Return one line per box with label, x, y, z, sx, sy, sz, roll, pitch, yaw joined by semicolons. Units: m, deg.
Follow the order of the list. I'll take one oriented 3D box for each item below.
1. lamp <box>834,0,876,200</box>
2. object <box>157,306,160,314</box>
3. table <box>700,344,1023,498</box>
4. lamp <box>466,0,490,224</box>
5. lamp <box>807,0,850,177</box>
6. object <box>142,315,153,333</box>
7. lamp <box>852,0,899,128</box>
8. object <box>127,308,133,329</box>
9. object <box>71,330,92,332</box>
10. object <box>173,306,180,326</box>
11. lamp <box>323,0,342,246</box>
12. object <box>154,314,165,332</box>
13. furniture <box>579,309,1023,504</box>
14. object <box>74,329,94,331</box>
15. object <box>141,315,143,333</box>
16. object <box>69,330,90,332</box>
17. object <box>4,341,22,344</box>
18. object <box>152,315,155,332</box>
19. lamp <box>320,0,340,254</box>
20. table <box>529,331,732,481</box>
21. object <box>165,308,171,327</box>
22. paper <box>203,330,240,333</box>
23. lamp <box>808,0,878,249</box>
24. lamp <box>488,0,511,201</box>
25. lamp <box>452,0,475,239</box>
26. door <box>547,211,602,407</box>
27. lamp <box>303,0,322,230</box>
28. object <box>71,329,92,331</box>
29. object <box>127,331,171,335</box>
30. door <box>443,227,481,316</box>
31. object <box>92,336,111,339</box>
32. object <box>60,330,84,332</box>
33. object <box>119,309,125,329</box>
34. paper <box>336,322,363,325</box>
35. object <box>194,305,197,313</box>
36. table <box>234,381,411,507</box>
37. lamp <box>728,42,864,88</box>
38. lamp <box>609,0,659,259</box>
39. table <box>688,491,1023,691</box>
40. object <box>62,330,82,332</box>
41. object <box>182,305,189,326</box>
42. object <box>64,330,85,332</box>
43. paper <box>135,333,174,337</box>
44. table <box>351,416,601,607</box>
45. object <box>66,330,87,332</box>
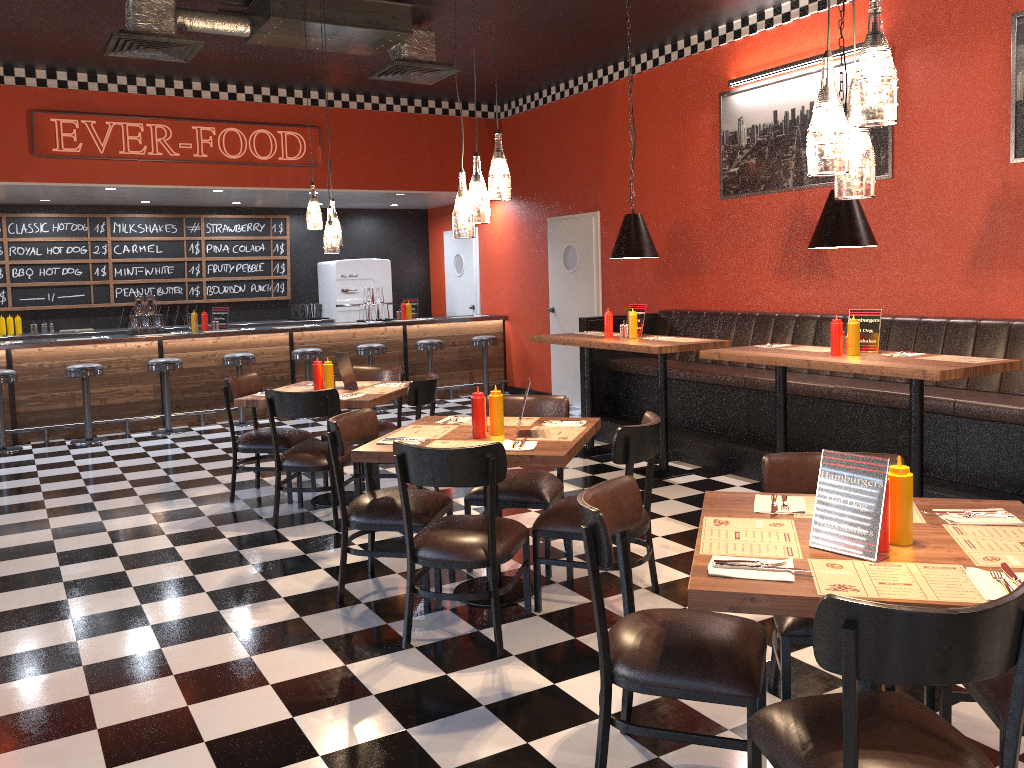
lamp;0.912;-1.485;2.357;0.108;1.958;0.109;-3;5;-18
object;-4.553;-0.866;11.385;0.070;0.257;0.189;-4;6;-27
table;1.956;0.325;5.222;0.697;0.996;1.696;-5;7;-30
lamp;-0.183;-1.714;4.002;0.108;1.958;0.109;-1;5;12
lamp;0.811;-1.531;2.280;0.108;1.958;0.109;2;6;42
object;-3.993;-0.651;9.698;0.105;0.208;0.106;0;5;15
lamp;0.890;-1.633;2.170;0.108;1.958;0.109;0;5;17
object;-4.842;-0.836;11.216;0.073;0.259;0.193;-4;6;-27
object;-5.362;-0.656;10.912;0.366;0.001;0.262;-5;8;-25
object;-4.359;-0.886;11.498;0.072;0.256;0.189;-4;6;-25
lamp;-1.259;-1.935;6.059;0.109;1.958;0.108;-6;6;-43
object;-3.883;-0.662;9.752;0.105;0.208;0.106;0;5;15
furniture;3.302;0.275;4.682;1.106;1.145;8.780;-5;8;-30
object;-5.362;-0.666;10.912;0.366;0.001;0.262;-6;8;-28
object;-4.054;-0.661;9.788;0.105;0.208;0.106;0;5;15
object;-5.362;-0.657;10.912;0.366;0.001;0.262;-5;8;-28
object;-4.983;-0.419;8.855;0.157;0.019;0.256;-5;8;-24
object;-3.952;-0.671;9.848;0.105;0.208;0.106;0;5;15
lamp;-1.253;-1.861;5.941;0.108;1.958;0.109;0;5;17
table;0.889;0.132;7.051;0.697;0.996;1.696;-5;7;-30
object;-4.456;-0.876;11.442;0.072;0.256;0.189;-3;6;-20
paper;-3.230;-0.587;9.836;0.366;0.001;0.262;-6;8;-29
lamp;1.881;-1.806;5.047;0.382;2.037;0.383;-1;5;11
lamp;-0.086;-1.838;4.076;0.108;1.958;0.109;1;5;32
lamp;-0.255;-1.665;4.105;0.108;1.958;0.109;-3;5;-18
door;0.698;-0.832;10.105;0.162;2.171;1.029;-4;6;-30
lamp;-1.393;-2.041;6.040;0.109;1.958;0.108;-5;6;-38
object;-5.362;-0.668;10.911;0.366;0.001;0.262;-6;8;-30
object;-4.006;-0.562;9.765;0.437;0.018;0.273;-6;8;-30
door;-0.716;-1.087;12.528;0.162;2.171;1.029;-4;6;-30
object;-4.303;-0.492;9.276;0.158;0.019;0.255;-7;8;-34
object;-5.362;-0.661;10.912;0.366;0.001;0.262;-5;8;-26
object;-4.924;-0.828;11.175;0.070;0.257;0.189;-4;6;-23
paper;-1.937;-0.724;10.619;0.366;0.001;0.262;-6;8;-29
object;-4.165;-0.905;11.610;0.072;0.256;0.189;-4;6;-25
table;-1.216;0.424;6.138;0.956;0.771;0.964;0;6;15
lamp;2.279;-2.552;7.112;0.081;0.056;1.448;-5;8;-30
lamp;0.906;-1.982;6.719;0.382;2.037;0.383;-1;5;11
table;1.013;0.809;2.463;0.960;0.771;0.961;0;6;15
object;-5.362;-0.662;10.912;0.366;0.001;0.261;-6;8;-33
object;-4.261;-0.895;11.554;0.074;0.257;0.190;-4;6;-28
object;-5.362;-0.660;10.912;0.366;0.001;0.262;-6;8;-28
paper;-3.829;-0.526;9.497;0.366;0.001;0.262;-6;8;-29
table;-0.115;0.619;4.280;0.960;0.771;0.961;0;6;15
object;-5.362;-0.659;10.912;0.366;0.001;0.262;-5;8;-27
